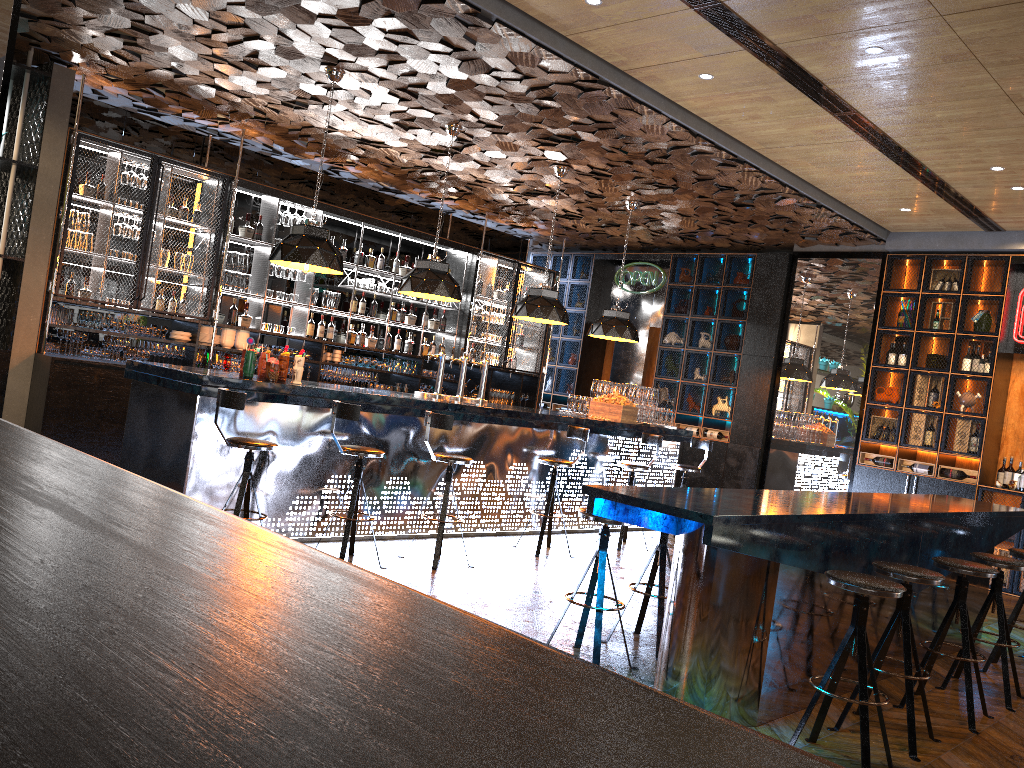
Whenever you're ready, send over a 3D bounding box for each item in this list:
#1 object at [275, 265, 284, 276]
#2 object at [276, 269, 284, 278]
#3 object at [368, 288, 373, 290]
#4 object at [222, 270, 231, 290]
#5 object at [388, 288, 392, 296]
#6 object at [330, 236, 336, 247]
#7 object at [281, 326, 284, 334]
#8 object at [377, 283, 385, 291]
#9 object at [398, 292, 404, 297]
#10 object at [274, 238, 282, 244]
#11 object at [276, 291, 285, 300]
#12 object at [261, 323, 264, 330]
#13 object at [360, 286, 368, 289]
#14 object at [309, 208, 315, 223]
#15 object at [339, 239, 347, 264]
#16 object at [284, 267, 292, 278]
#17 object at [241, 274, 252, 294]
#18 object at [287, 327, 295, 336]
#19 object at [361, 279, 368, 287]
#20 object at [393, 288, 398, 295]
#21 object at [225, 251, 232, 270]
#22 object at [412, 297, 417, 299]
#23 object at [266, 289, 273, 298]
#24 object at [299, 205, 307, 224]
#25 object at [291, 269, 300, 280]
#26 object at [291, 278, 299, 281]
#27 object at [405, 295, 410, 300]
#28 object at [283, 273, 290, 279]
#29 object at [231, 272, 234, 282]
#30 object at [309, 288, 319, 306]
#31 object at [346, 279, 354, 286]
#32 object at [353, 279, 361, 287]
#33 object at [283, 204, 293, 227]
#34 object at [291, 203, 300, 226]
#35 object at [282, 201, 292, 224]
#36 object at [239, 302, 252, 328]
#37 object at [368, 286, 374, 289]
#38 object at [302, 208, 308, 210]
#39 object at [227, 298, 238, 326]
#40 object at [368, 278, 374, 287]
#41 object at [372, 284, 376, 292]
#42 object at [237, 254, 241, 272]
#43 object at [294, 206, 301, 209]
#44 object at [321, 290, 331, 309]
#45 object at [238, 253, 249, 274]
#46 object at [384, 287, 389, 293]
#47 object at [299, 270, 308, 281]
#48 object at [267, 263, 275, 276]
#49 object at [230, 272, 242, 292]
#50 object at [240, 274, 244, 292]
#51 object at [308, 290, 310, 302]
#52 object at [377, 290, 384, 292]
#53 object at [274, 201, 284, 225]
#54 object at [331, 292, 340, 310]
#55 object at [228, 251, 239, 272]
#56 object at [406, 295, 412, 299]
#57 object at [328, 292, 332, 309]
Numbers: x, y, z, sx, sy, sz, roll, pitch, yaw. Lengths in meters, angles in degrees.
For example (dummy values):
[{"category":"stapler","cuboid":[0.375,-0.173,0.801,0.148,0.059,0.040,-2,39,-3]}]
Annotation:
[{"category":"object","cuboid":[-2.536,-1.305,9.684,0.092,0.244,0.092,8,0,4]},{"category":"object","cuboid":[-2.579,-1.312,9.878,0.092,0.244,0.092,8,0,4]},{"category":"object","cuboid":[-1.705,-1.173,10.654,0.089,0.092,0.089,8,0,33]},{"category":"object","cuboid":[-3.011,-1.094,9.342,0.105,0.209,0.105,8,0,-1]},{"category":"object","cuboid":[-1.504,-1.144,11.069,0.089,0.092,0.089,8,0,-7]},{"category":"object","cuboid":[-2.089,-1.565,10.241,0.083,0.282,0.083,8,0,29]},{"category":"object","cuboid":[-2.593,-0.605,9.897,0.089,0.092,0.089,8,0,-36]},{"category":"object","cuboid":[-1.582,-1.176,10.738,0.089,0.092,0.089,8,0,34]},{"category":"object","cuboid":[-1.369,-1.124,10.983,0.089,0.092,0.089,8,0,7]},{"category":"object","cuboid":[-2.581,-1.547,9.732,0.089,0.092,0.089,8,0,12]},{"category":"object","cuboid":[-2.559,-0.970,9.785,0.089,0.092,0.089,8,0,22]},{"category":"object","cuboid":[-2.743,-0.626,9.862,0.089,0.092,0.089,8,0,15]},{"category":"object","cuboid":[-1.756,-1.181,10.544,0.089,0.092,0.089,8,0,15]},{"category":"object","cuboid":[-2.239,-1.841,9.910,0.092,0.244,0.092,8,0,4]},{"category":"object","cuboid":[-1.976,-1.549,10.361,0.083,0.282,0.083,8,0,-31]},{"category":"object","cuboid":[-2.461,-1.294,9.764,0.092,0.244,0.092,8,0,4]},{"category":"object","cuboid":[-2.842,-1.070,9.504,0.105,0.209,0.105,8,0,-1]},{"category":"object","cuboid":[-2.475,-0.587,9.930,0.089,0.092,0.089,8,0,-36]},{"category":"object","cuboid":[-1.753,-1.201,10.544,0.089,0.092,0.089,8,0,-5]},{"category":"object","cuboid":[-1.436,-1.134,10.895,0.089,0.092,0.089,8,0,15]},{"category":"object","cuboid":[-3.025,-1.307,9.456,0.105,0.209,0.105,8,0,-1]},{"category":"object","cuboid":[-1.237,-1.105,11.137,0.089,0.092,0.089,8,0,-2]},{"category":"object","cuboid":[-2.669,-0.986,9.732,0.089,0.092,0.089,8,0,22]},{"category":"object","cuboid":[-2.310,-1.851,9.835,0.092,0.244,0.092,8,0,4]},{"category":"object","cuboid":[-2.393,-1.284,9.835,0.092,0.244,0.092,8,0,4]},{"category":"object","cuboid":[-2.441,-1.291,10.024,0.092,0.244,0.092,8,0,4]},{"category":"object","cuboid":[-1.321,-1.117,11.251,0.089,0.092,0.089,8,0,18]},{"category":"object","cuboid":[-2.511,-1.302,9.949,0.092,0.244,0.092,8,0,4]},{"category":"object","cuboid":[-3.013,-1.095,9.499,0.105,0.209,0.105,8,0,-1]},{"category":"object","cuboid":[-2.254,-0.984,10.067,0.105,0.209,0.105,8,0,-1]},{"category":"object","cuboid":[-1.931,-1.206,10.605,0.089,0.092,0.089,8,0,15]},{"category":"object","cuboid":[-1.829,-1.191,10.475,0.089,0.092,0.089,8,0,-21]},{"category":"object","cuboid":[-2.496,-1.879,9.877,0.092,0.244,0.092,8,0,4]},{"category":"object","cuboid":[-2.378,-1.861,9.764,0.092,0.244,0.092,8,0,4]},{"category":"object","cuboid":[-2.453,-1.872,9.684,0.092,0.244,0.092,8,0,4]},{"category":"object","cuboid":[-2.865,-0.739,9.541,0.123,0.279,0.123,8,0,-33]},{"category":"object","cuboid":[-1.701,-1.195,10.654,0.089,0.092,0.089,8,0,33]},{"category":"object","cuboid":[-2.358,-1.858,10.024,0.092,0.244,0.092,8,0,4]},{"category":"object","cuboid":[-2.962,-0.763,9.420,0.086,0.297,0.086,8,0,-13]},{"category":"object","cuboid":[-1.698,-1.221,10.654,0.089,0.092,0.089,8,0,39]},{"category":"object","cuboid":[-1.701,-1.173,10.817,0.089,0.092,0.089,8,0,33]},{"category":"object","cuboid":[-2.936,-1.295,9.533,0.105,0.209,0.105,8,0,-1]},{"category":"object","cuboid":[-2.428,-1.869,9.949,0.092,0.244,0.092,8,0,4]},{"category":"object","cuboid":[-2.144,-0.968,10.224,0.105,0.209,0.105,8,0,-1]},{"category":"object","cuboid":[-2.868,-1.285,9.474,0.105,0.209,0.105,8,0,-1]},{"category":"object","cuboid":[-1.568,-1.154,10.992,0.089,0.092,0.089,8,0,-5]},{"category":"object","cuboid":[-2.322,-1.274,9.911,0.092,0.244,0.092,8,0,4]},{"category":"object","cuboid":[-2.654,-1.323,9.798,0.092,0.244,0.092,8,0,4]},{"category":"object","cuboid":[-2.930,-1.083,9.429,0.105,0.209,0.105,8,0,-1]},{"category":"object","cuboid":[-2.931,-1.083,9.571,0.105,0.209,0.105,8,0,-1]},{"category":"object","cuboid":[-2.294,-0.990,10.193,0.105,0.209,0.105,8,0,-1]},{"category":"object","cuboid":[-1.585,-1.156,10.738,0.089,0.092,0.089,8,0,-21]},{"category":"object","cuboid":[-2.571,-1.889,9.798,0.092,0.244,0.092,8,0,4]},{"category":"object","cuboid":[-2.052,-0.955,10.286,0.105,0.209,0.105,8,0,-1]},{"category":"object","cuboid":[-2.940,-1.295,9.383,0.105,0.209,0.105,8,0,-1]},{"category":"object","cuboid":[-1.280,-1.111,11.042,0.089,0.092,0.089,8,0,7]},{"category":"object","cuboid":[-2.122,-0.965,10.369,0.105,0.209,0.105,8,0,-1]}]
